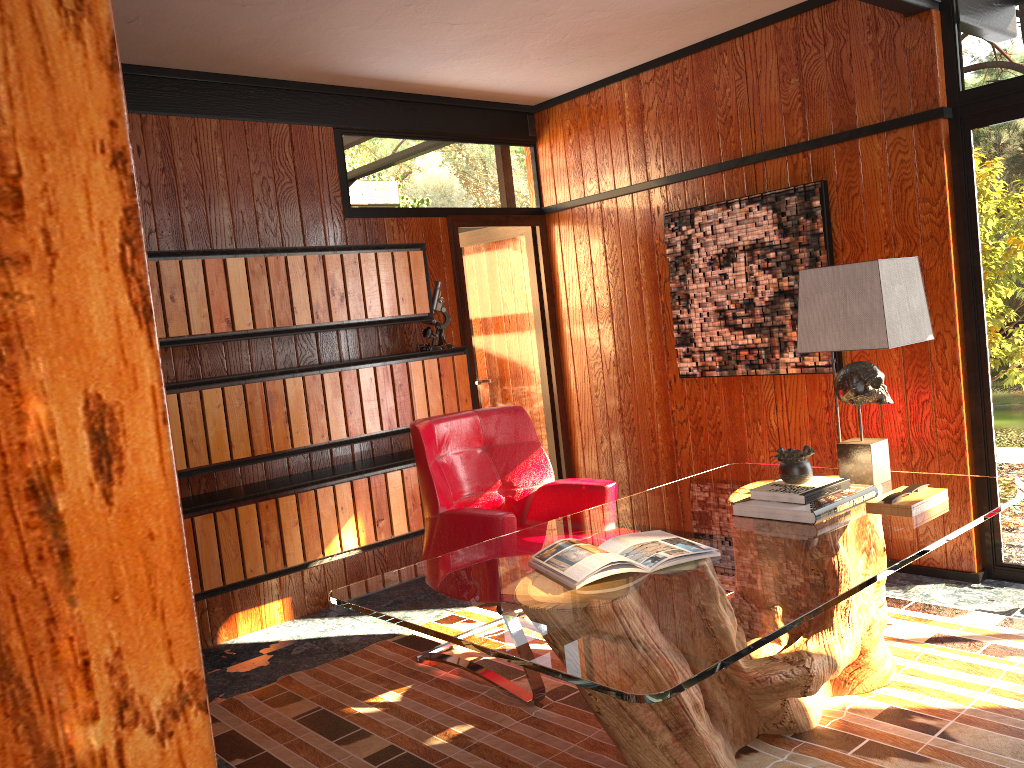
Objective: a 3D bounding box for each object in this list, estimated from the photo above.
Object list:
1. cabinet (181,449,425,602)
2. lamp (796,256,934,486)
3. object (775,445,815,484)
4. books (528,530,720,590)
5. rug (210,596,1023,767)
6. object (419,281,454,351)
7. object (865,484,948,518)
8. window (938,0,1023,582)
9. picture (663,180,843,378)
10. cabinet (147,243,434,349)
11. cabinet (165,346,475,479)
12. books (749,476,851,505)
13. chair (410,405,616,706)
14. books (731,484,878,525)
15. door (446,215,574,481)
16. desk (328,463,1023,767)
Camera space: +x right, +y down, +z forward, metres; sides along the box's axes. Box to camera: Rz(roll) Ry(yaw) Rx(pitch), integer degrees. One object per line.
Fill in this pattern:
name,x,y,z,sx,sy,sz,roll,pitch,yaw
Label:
cabinet,-1.010,0.639,4.106,1.653,0.390,0.321,-10,5,-40
lamp,1.178,-0.034,2.940,0.316,0.732,0.316,-10,5,-40
object,0.882,0.254,2.759,0.118,0.114,0.121,-3,5,43
books,0.292,0.448,2.374,0.422,0.049,0.300,-8,4,-21
rug,0.458,1.033,3.103,2.439,0.042,2.410,-10,5,-40
object,-0.409,-0.355,4.597,0.181,0.354,0.142,-7,4,-4
object,1.159,0.336,2.602,0.238,0.049,0.135,-10,5,-40
window,2.626,-0.479,2.866,0.085,2.580,2.260,-10,5,-40
picture,1.146,-0.473,4.348,0.061,0.873,0.916,-10,5,-40
cabinet,-1.126,-0.407,4.034,1.653,0.390,0.321,-10,5,-40
cabinet,-0.918,0.104,4.200,1.653,0.390,0.321,-10,5,-40
books,0.891,0.325,2.747,0.249,0.029,0.198,-9,5,-38
chair,-0.007,0.591,3.436,0.621,0.956,0.839,-10,5,-41
books,0.904,0.360,2.734,0.366,0.040,0.286,-10,5,-40
door,-0.208,-0.004,5.496,0.751,1.955,0.734,-10,5,-40
desk,0.606,0.741,2.582,1.900,0.632,1.150,-10,5,-40
